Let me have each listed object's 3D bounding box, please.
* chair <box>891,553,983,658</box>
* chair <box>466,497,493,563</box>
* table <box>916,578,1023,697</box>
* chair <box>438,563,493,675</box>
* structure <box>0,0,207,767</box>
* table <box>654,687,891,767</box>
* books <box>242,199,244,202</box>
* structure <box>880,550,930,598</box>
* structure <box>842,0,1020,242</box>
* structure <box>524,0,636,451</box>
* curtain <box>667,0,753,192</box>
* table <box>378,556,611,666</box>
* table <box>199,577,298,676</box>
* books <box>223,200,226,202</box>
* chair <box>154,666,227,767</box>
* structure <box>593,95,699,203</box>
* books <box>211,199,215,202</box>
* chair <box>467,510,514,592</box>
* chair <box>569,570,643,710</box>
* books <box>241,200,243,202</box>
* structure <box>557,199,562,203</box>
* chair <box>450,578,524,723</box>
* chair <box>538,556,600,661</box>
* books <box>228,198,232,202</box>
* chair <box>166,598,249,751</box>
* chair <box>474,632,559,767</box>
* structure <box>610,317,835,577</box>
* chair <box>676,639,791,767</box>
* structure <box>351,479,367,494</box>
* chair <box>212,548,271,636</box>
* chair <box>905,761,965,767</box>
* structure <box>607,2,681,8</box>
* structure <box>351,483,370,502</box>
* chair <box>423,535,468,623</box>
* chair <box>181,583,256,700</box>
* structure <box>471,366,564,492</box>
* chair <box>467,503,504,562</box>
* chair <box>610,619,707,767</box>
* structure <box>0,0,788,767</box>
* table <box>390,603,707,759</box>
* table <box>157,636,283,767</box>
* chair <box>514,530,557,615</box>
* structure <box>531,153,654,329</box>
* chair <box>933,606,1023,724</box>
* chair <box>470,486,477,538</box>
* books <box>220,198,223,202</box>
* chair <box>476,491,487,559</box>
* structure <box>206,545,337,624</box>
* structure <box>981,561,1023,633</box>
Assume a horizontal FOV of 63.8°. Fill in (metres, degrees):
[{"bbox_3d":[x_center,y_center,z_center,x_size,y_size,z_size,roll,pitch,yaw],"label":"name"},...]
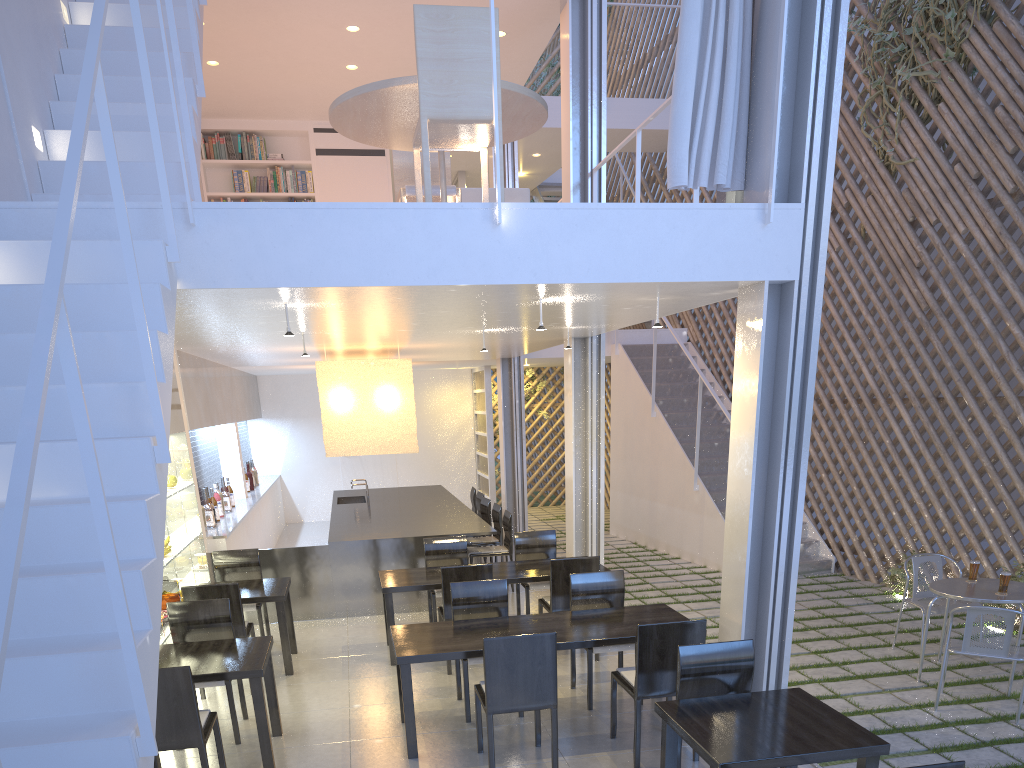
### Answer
[{"bbox_3d":[1.622,0.848,3.140,0.261,0.411,0.226,-4,14,-10],"label":"chair"},{"bbox_3d":[-0.261,0.925,5.068,0.238,0.475,0.174,-6,17,-15],"label":"chair"},{"bbox_3d":[1.614,0.865,2.847,0.338,0.361,0.331,6,13,41],"label":"table"},{"bbox_3d":[-0.181,0.891,3.194,0.191,0.474,0.217,-5,15,-10],"label":"chair"},{"bbox_3d":[-0.249,-0.625,1.755,1.721,3.576,3.395,-5,10,-11],"label":"structure"},{"bbox_3d":[0.541,0.890,1.807,0.358,0.359,0.326,-4,10,-10],"label":"table"},{"bbox_3d":[-1.632,-1.044,5.041,0.009,0.157,0.082,-6,15,-12],"label":"books"},{"bbox_3d":[1.950,0.927,4.007,0.266,0.282,0.242,-3,10,-3],"label":"structure"},{"bbox_3d":[1.973,-2.113,3.068,0.731,2.942,2.194,-8,13,-20],"label":"structure"},{"bbox_3d":[0.412,-1.579,7.798,1.108,4.890,3.043,-6,14,-13],"label":"structure"},{"bbox_3d":[0.298,-1.717,1.598,0.511,2.618,0.088,-6,19,-12],"label":"curtain"},{"bbox_3d":[-0.077,0.940,3.440,0.912,0.359,0.326,-2,10,-10],"label":"table"},{"bbox_3d":[-1.056,0.974,3.276,0.358,0.359,0.326,-4,10,-10],"label":"table"},{"bbox_3d":[-1.744,-1.038,5.028,0.015,0.154,0.072,-6,15,-12],"label":"books"},{"bbox_3d":[-0.874,0.899,2.120,0.191,0.474,0.217,-5,15,-10],"label":"chair"},{"bbox_3d":[0.518,-0.642,2.822,0.028,0.592,1.598,-6,2,-12],"label":"structure"},{"bbox_3d":[-1.809,-1.036,5.013,0.015,0.154,0.081,-6,15,-12],"label":"books"},{"bbox_3d":[-0.127,0.910,4.445,0.239,0.475,0.172,-4,16,-8],"label":"chair"},{"bbox_3d":[0.319,0.866,2.786,0.191,0.474,0.217,-5,15,-10],"label":"chair"},{"bbox_3d":[-1.641,-1.041,5.041,0.010,0.152,0.081,-6,14,-12],"label":"books"},{"bbox_3d":[0.168,-0.601,4.525,0.028,0.592,1.600,-6,2,-12],"label":"structure"},{"bbox_3d":[-0.083,0.880,2.719,0.191,0.474,0.217,-5,15,-10],"label":"chair"},{"bbox_3d":[0.222,0.877,3.262,0.191,0.474,0.217,-5,15,-10],"label":"chair"},{"bbox_3d":[-1.714,-1.045,5.027,0.015,0.165,0.080,-6,15,-12],"label":"books"},{"bbox_3d":[-0.969,0.911,2.584,0.191,0.474,0.217,-5,15,-10],"label":"chair"},{"bbox_3d":[0.006,0.869,2.286,0.191,0.474,0.217,-5,15,-10],"label":"chair"},{"bbox_3d":[0.914,0.101,5.004,1.170,2.119,1.827,-7,11,-17],"label":"structure"},{"bbox_3d":[0.520,0.844,1.947,0.191,0.474,0.217,-5,15,-10],"label":"chair"},{"bbox_3d":[-1.060,0.724,5.718,0.112,0.134,0.031,-4,17,-9],"label":"structure"},{"bbox_3d":[-1.156,0.933,3.492,0.191,0.474,0.217,-5,15,-10],"label":"chair"},{"bbox_3d":[0.615,0.833,1.483,0.191,0.474,0.217,-5,15,-10],"label":"chair"},{"bbox_3d":[0.568,-2.015,5.084,1.135,0.617,0.024,-3,18,-9],"label":"structure"},{"bbox_3d":[-0.996,0.717,5.406,0.112,0.134,0.031,-4,17,-9],"label":"structure"},{"bbox_3d":[-0.270,0.902,3.627,0.191,0.474,0.217,-5,15,-10],"label":"chair"},{"bbox_3d":[-1.061,0.921,3.028,0.191,0.474,0.217,-5,15,-10],"label":"chair"},{"bbox_3d":[0.109,0.151,7.503,1.139,2.162,0.263,-4,18,-9],"label":"structure"},{"bbox_3d":[-0.187,0.917,4.757,0.238,0.475,0.173,-5,16,-12],"label":"chair"},{"bbox_3d":[0.408,0.855,2.353,0.191,0.474,0.217,-5,15,-10],"label":"chair"},{"bbox_3d":[0.090,-0.030,1.311,1.359,1.937,1.328,-4,12,-10],"label":"structure"},{"bbox_3d":[0.100,0.919,2.579,0.912,0.359,0.326,-2,10,-10],"label":"table"},{"bbox_3d":[-0.879,0.953,2.415,0.358,0.359,0.326,-4,10,-10],"label":"table"},{"bbox_3d":[0.133,0.888,3.694,0.191,0.474,0.217,-5,15,-10],"label":"chair"},{"bbox_3d":[0.600,-1.316,6.365,0.530,2.038,1.160,-7,15,-17],"label":"structure"},{"bbox_3d":[1.476,0.844,2.553,0.256,0.411,0.231,7,16,33],"label":"chair"},{"bbox_3d":[-0.368,0.940,5.695,0.239,0.475,0.172,-4,16,-8],"label":"chair"},{"bbox_3d":[-1.757,-1.043,5.022,0.011,0.166,0.075,-6,15,-12],"label":"books"},{"bbox_3d":[-0.307,0.932,5.383,0.238,0.475,0.173,-5,16,-12],"label":"chair"},{"bbox_3d":[-1.140,0.966,3.931,0.554,0.401,0.011,-3,18,-9],"label":"structure"},{"bbox_3d":[2.090,0.877,3.401,0.290,0.350,0.297,-7,12,-25],"label":"structure"}]
